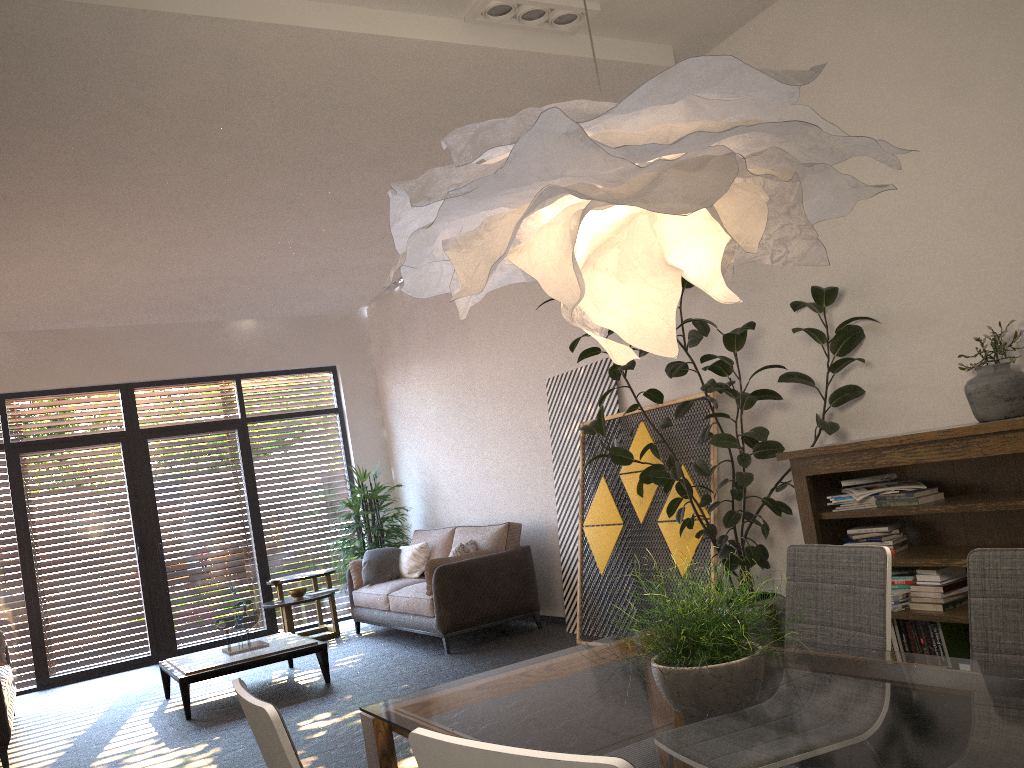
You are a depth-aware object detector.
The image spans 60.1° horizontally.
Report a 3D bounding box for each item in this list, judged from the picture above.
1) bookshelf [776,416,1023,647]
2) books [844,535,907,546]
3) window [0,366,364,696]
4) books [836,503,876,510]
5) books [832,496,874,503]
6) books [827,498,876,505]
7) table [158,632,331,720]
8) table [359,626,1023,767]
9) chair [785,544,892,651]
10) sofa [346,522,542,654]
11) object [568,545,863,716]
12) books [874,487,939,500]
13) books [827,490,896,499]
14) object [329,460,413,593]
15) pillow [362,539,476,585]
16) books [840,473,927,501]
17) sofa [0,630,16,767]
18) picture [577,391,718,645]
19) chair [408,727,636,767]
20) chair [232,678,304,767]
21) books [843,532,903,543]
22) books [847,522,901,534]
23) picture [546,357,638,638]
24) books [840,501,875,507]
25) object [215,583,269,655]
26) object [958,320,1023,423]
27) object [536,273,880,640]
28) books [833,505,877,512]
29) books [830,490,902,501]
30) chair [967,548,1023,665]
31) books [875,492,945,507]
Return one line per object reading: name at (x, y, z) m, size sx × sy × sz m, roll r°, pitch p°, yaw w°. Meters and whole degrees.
bookshelf at (2.083, 0.742, 3.739) m, size 0.449 × 1.168 × 1.932 m, roll -7°, pitch -6°, yaw -29°
books at (1.786, 0.775, 4.353) m, size 0.174 × 0.019 × 0.245 m, roll -3°, pitch -9°, yaw -44°
window at (-3.879, 1.419, 9.318) m, size 4.928 × 3.019 × 0.462 m, roll -6°, pitch -4°, yaw -29°
books at (1.770, 0.575, 4.323) m, size 0.320 × 0.011 × 0.252 m, roll -13°, pitch -7°, yaw 30°
books at (1.760, 0.546, 4.336) m, size 0.320 × 0.011 × 0.252 m, roll -13°, pitch -7°, yaw 32°
books at (1.752, 0.559, 4.348) m, size 0.320 × 0.011 × 0.252 m, roll -15°, pitch -8°, yaw 42°
table at (-2.067, 2.197, 6.787) m, size 1.046 × 0.306 × 1.123 m, roll -6°, pitch -7°, yaw -29°
table at (0.500, 1.028, 1.845) m, size 0.994 × 0.712 × 1.812 m, roll -7°, pitch -6°, yaw -29°
chair at (0.748, 0.948, 2.437) m, size 0.600 × 0.916 × 0.478 m, roll -8°, pitch -4°, yaw -20°
sofa at (-0.706, 1.809, 8.124) m, size 0.990 × 0.916 × 2.337 m, roll -7°, pitch -6°, yaw -29°
object at (0.423, 0.514, 1.890) m, size 0.530 × 0.366 × 0.672 m, roll -6°, pitch -6°, yaw -34°
books at (1.843, 0.515, 4.142) m, size 0.166 × 0.023 × 0.229 m, roll -7°, pitch -7°, yaw -25°
books at (1.751, 0.529, 4.364) m, size 0.320 × 0.011 × 0.252 m, roll -14°, pitch -8°, yaw 37°
object at (-1.511, 1.693, 9.578) m, size 0.917 × 1.717 × 0.978 m, roll -11°, pitch -4°, yaw 26°
pillow at (-0.864, 1.644, 8.105) m, size 0.616 × 0.341 × 1.906 m, roll -6°, pitch -7°, yaw -29°
books at (1.794, 0.501, 4.299) m, size 0.322 × 0.108 × 0.274 m, roll -10°, pitch -6°, yaw 5°
sofa at (-4.091, 2.162, 6.217) m, size 0.990 × 0.916 × 2.337 m, roll -7°, pitch -6°, yaw -29°
picture at (0.862, 0.967, 5.936) m, size 0.385 × 1.600 × 1.507 m, roll -8°, pitch -5°, yaw -29°
chair at (0.266, 0.908, 1.328) m, size 0.600 × 0.916 × 0.478 m, roll -6°, pitch -5°, yaw -44°
chair at (-0.212, 1.050, 1.911) m, size 0.600 × 0.916 × 0.478 m, roll -7°, pitch -4°, yaw -27°
books at (1.777, 0.755, 4.360) m, size 0.162 × 0.023 × 0.233 m, roll -6°, pitch -7°, yaw -29°
books at (1.779, 0.710, 4.352) m, size 0.154 × 0.020 × 0.206 m, roll -3°, pitch -8°, yaw -44°
picture at (0.583, 0.879, 6.675) m, size 0.207 × 2.012 × 0.964 m, roll -8°, pitch -4°, yaw -29°
books at (1.783, 0.561, 4.314) m, size 0.320 × 0.011 × 0.252 m, roll -13°, pitch -7°, yaw 27°
object at (-1.182, -0.802, 2.879) m, size 0.365 × 4.458 × 8.962 m, roll -8°, pitch -6°, yaw -18°
object at (2.038, -0.051, 3.764) m, size 0.277 × 0.411 × 0.385 m, roll -13°, pitch -6°, yaw 38°
object at (1.015, 0.022, 4.918) m, size 2.023 × 3.189 × 0.905 m, roll -13°, pitch -4°, yaw 38°
books at (1.762, 0.588, 4.327) m, size 0.320 × 0.011 × 0.252 m, roll -14°, pitch -7°, yaw 34°
books at (1.756, 0.538, 4.355) m, size 0.320 × 0.011 × 0.252 m, roll -13°, pitch -7°, yaw 32°
chair at (1.015, 0.829, 1.750) m, size 0.600 × 0.916 × 0.478 m, roll -7°, pitch -4°, yaw -29°
books at (1.856, 0.541, 4.135) m, size 0.179 × 0.034 × 0.245 m, roll -6°, pitch -7°, yaw -26°
